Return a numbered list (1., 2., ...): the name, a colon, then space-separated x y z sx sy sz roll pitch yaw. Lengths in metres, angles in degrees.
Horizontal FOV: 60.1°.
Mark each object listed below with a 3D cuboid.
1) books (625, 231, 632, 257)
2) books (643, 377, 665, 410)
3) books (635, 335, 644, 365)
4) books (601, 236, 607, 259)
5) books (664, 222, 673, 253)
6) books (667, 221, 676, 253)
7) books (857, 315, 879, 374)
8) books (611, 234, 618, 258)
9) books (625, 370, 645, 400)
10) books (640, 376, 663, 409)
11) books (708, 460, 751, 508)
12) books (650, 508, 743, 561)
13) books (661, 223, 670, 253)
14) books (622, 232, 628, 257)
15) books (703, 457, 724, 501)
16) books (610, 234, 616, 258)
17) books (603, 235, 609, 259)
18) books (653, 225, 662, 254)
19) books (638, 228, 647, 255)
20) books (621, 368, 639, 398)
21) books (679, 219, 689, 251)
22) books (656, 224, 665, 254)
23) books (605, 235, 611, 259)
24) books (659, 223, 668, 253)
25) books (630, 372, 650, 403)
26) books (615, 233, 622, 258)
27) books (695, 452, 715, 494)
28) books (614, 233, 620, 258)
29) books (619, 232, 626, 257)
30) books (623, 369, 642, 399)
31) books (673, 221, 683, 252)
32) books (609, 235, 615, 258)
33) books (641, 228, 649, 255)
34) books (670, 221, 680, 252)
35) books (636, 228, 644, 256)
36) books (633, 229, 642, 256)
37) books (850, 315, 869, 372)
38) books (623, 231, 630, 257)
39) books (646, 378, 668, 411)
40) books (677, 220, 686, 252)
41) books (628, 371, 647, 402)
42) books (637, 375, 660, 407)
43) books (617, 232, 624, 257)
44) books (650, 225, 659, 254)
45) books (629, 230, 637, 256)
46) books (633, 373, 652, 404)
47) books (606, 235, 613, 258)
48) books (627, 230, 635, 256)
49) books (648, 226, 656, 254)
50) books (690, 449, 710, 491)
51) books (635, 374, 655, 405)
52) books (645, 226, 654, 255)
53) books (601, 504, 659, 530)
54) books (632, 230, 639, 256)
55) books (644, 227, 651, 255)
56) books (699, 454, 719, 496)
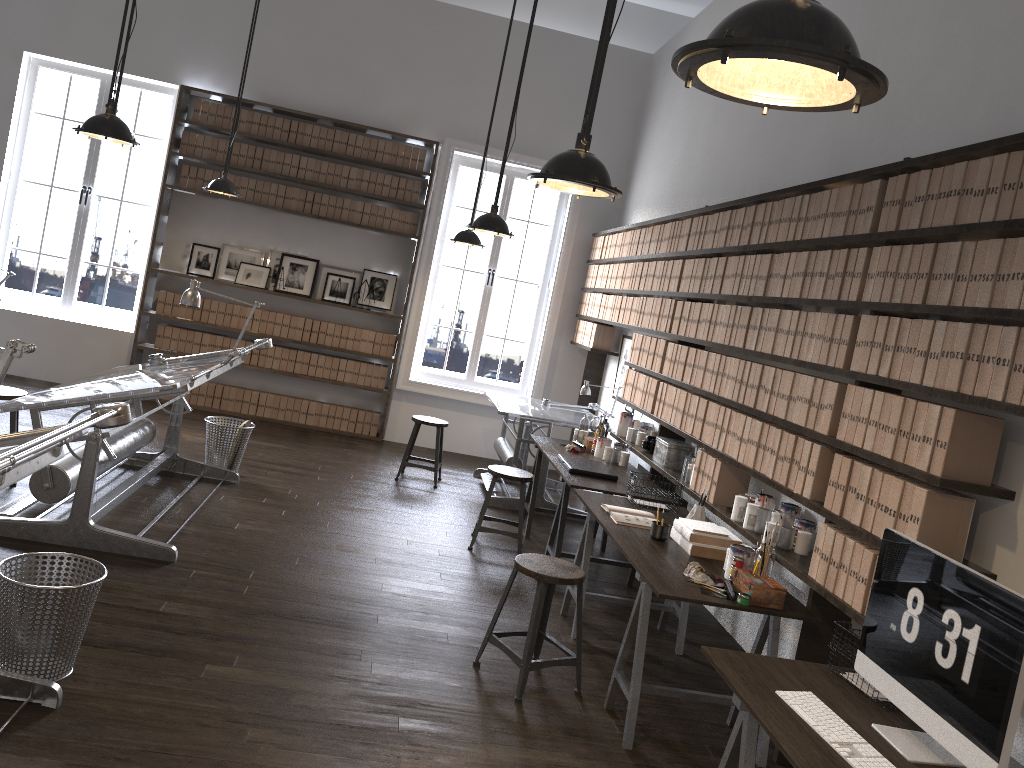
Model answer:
1. books: 1.052 -1.151 7.388 0.174 0.225 0.067 11 3 -8
2. books: 1.010 0.082 6.061 0.174 0.225 0.067 11 3 -8
3. books: 1.008 -0.234 6.470 0.174 0.225 0.067 11 3 -8
4. books: 0.947 -1.258 8.294 0.174 0.225 0.067 11 3 -8
5. books: 1.188 -1.019 6.284 0.174 0.225 0.067 11 3 -8
6. books: 1.197 -1.011 6.212 0.174 0.225 0.067 11 3 -8
7. books: 1.440 -0.136 3.389 0.174 0.225 0.067 11 3 -8
8. books: 0.993 -1.209 7.868 0.174 0.225 0.067 11 3 -8
9. books: 0.950 0.024 6.547 0.174 0.225 0.067 11 3 -8
10. books: 0.998 0.074 6.124 0.174 0.225 0.067 11 3 -8
11. books: 1.138 0.525 4.616 0.174 0.225 0.067 11 3 -8
12. books: 0.845 0.694 4.122 0.385 0.147 0.296 11 5 -8
13. books: 1.183 -1.027 6.356 0.174 0.225 0.067 11 3 -8
14. books: 1.042 -1.167 7.530 0.174 0.225 0.067 11 3 -8
15. books: 1.125 0.515 4.686 0.174 0.225 0.067 11 3 -8
16. books: 0.991 -1.216 7.935 0.174 0.225 0.067 11 3 -8
17. books: 0.951 -1.251 8.220 0.174 0.225 0.067 11 3 -8
18. books: 1.155 -1.052 6.564 0.174 0.225 0.067 11 3 -8
19. books: 1.106 -1.101 6.971 0.174 0.225 0.067 11 3 -8
20. books: 0.931 0.008 6.675 0.174 0.225 0.067 11 3 -8
21. books: 1.234 -0.977 5.938 0.174 0.225 0.067 11 3 -8
22. books: 1.167 -1.043 6.494 0.174 0.225 0.067 11 3 -8
23. books: 0.966 -1.241 8.146 0.174 0.225 0.067 11 3 -8
24. books: 1.178 -1.035 6.426 0.174 0.225 0.067 11 3 -8
25. books: 0.969 0.041 6.406 0.174 0.225 0.067 11 3 -8
26. books: 1.012 -1.193 7.740 0.174 0.225 0.067 11 3 -8
27. books: 1.112 0.499 4.827 0.174 0.225 0.067 11 3 -8
28. books: 1.006 -1.200 7.802 0.174 0.225 0.067 11 3 -8
29. books: 1.032 -1.175 7.599 0.174 0.225 0.067 11 3 -8
30. books: 0.944 0.016 6.609 0.174 0.225 0.067 11 3 -8
31. books: 1.219 -0.993 6.076 0.174 0.225 0.067 11 3 -8
32. books: 0.982 -1.224 8.005 0.174 0.225 0.067 11 3 -8
33. books: 1.118 -1.092 6.901 0.174 0.225 0.067 11 3 -8
34. books: 1.209 -1.002 6.150 0.174 0.225 0.067 11 3 -8
35. books: 1.102 -1.109 7.042 0.174 0.225 0.067 11 3 -8
36. books: 1.087 -1.119 7.116 0.174 0.225 0.067 11 3 -8
37. books: 1.436 -0.143 3.452 0.174 0.225 0.067 11 3 -8
38. books: 1.047 -1.159 7.460 0.174 0.225 0.067 11 3 -8
39. books: 1.021 0.090 5.997 0.174 0.225 0.067 11 3 -8
40. books: 1.229 -0.985 6.007 0.174 0.225 0.067 11 3 -8
41. books: 0.957 0.032 6.475 0.174 0.225 0.067 11 3 -8
42. books: 0.990 0.065 6.195 0.174 0.225 0.067 11 3 -8
43. books: 1.019 -1.185 7.668 0.174 0.225 0.067 11 3 -8
44. books: 1.148 -1.061 6.636 0.174 0.225 0.067 11 3 -8
45. books: 1.073 -1.135 7.254 0.174 0.225 0.067 11 3 -8
46. books: 0.979 0.050 6.337 0.174 0.225 0.067 11 3 -8
47. books: 0.970 -1.233 8.075 0.174 0.225 0.067 11 3 -8
48. books: 1.061 -1.143 7.316 0.174 0.225 0.067 11 3 -8
49. books: 1.142 -1.068 6.698 0.174 0.225 0.067 11 3 -8
50. books: 1.098 0.490 4.893 0.174 0.225 0.067 11 3 -8
51. books: 0.984 0.057 6.267 0.174 0.225 0.067 11 3 -8
52. books: 1.129 -1.077 6.764 0.174 0.225 0.067 11 3 -8
53. books: 0.613 0.669 4.494 0.256 0.029 0.356 11 5 -8
54. books: 1.083 -1.126 7.190 0.174 0.225 0.067 11 3 -8
55. books: 1.127 -1.083 6.831 0.174 0.225 0.067 11 3 -8
56. books: 1.120 0.508 4.757 0.174 0.225 0.067 11 3 -8
